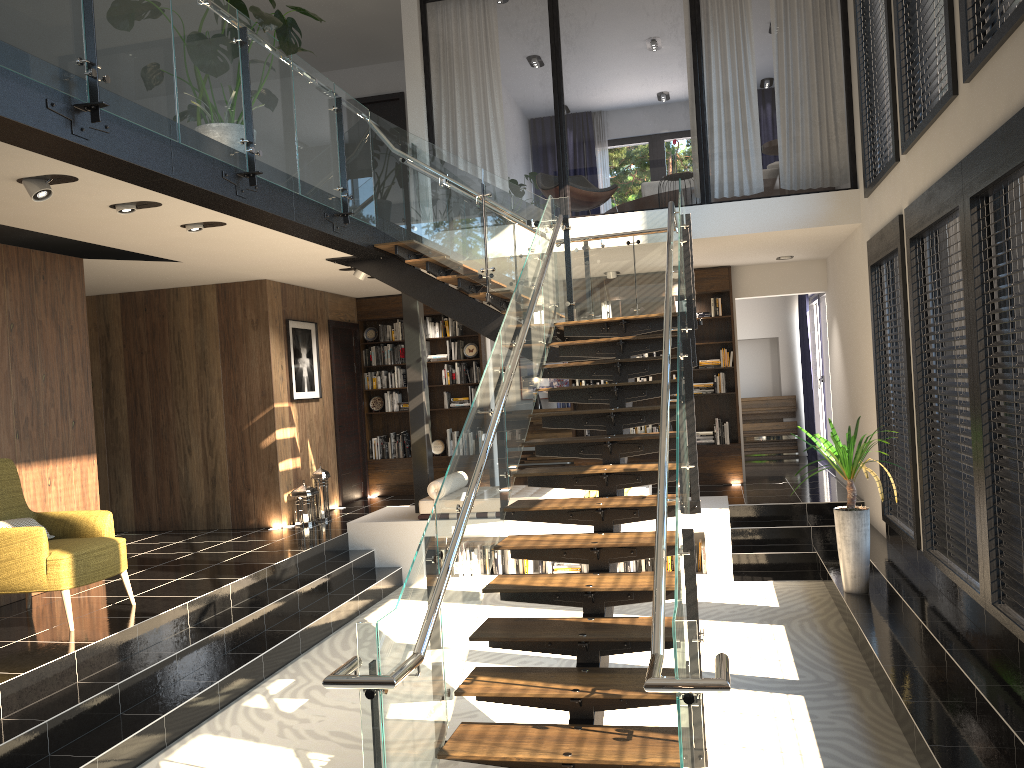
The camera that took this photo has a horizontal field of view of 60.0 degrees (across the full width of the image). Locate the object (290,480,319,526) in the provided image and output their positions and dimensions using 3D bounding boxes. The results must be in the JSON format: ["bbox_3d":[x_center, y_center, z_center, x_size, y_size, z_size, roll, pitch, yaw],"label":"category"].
[{"bbox_3d":[-2.289,1.302,9.802,0.262,0.483,0.262,-3,1,13],"label":"object"}]

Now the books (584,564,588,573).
[{"bbox_3d":[0.724,1.700,8.661,0.030,0.273,0.168,-3,1,13],"label":"books"}]

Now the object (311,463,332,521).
[{"bbox_3d":[-2.146,1.214,10.003,0.182,0.643,0.182,-3,1,13],"label":"object"}]

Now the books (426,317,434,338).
[{"bbox_3d":[-1.084,-0.747,11.827,0.011,0.276,0.287,-3,0,13],"label":"books"}]

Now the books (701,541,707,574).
[{"bbox_3d":[1.818,1.637,8.383,0.037,0.264,0.272,-3,0,13],"label":"books"}]

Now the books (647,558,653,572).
[{"bbox_3d":[1.324,1.684,8.510,0.032,0.229,0.228,-3,0,13],"label":"books"}]

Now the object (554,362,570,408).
[{"bbox_3d":[0.852,-0.008,15.059,0.272,0.860,0.270,-3,1,27],"label":"object"}]

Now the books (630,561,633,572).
[{"bbox_3d":[1.157,1.681,8.551,0.019,0.256,0.186,-3,0,13],"label":"books"}]

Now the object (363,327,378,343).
[{"bbox_3d":[-1.916,-0.668,12.033,0.212,0.222,0.082,-3,1,13],"label":"object"}]

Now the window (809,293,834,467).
[{"bbox_3d":[4.422,-0.094,12.490,0.184,2.476,2.980,-3,0,13],"label":"window"}]

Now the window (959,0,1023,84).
[{"bbox_3d":[2.354,-2.841,4.003,0.358,2.476,1.393,-3,1,13],"label":"window"}]

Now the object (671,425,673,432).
[{"bbox_3d":[2.032,0.650,11.217,0.020,0.262,0.047,-3,1,13],"label":"object"}]

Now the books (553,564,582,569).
[{"bbox_3d":[0.548,1.787,8.727,0.274,0.025,0.156,-4,0,10],"label":"books"}]

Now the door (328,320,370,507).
[{"bbox_3d":[-2.143,0.369,11.514,0.104,2.348,0.931,-3,1,13],"label":"door"}]

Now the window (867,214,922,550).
[{"bbox_3d":[3.236,-0.028,7.151,0.358,2.476,1.393,-3,1,13],"label":"window"}]

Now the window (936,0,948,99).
[{"bbox_3d":[2.775,-2.865,5.535,0.005,2.297,1.220,-3,1,13],"label":"window"}]

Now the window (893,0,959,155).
[{"bbox_3d":[2.708,-2.861,5.559,0.358,2.476,1.393,-3,1,13],"label":"window"}]

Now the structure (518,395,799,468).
[{"bbox_3d":[1.479,0.848,14.894,6.277,0.982,0.885,-4,0,13],"label":"structure"}]

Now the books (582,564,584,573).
[{"bbox_3d":[0.703,1.706,8.694,0.026,0.263,0.156,-3,1,13],"label":"books"}]

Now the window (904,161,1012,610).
[{"bbox_3d":[2.874,-0.010,5.555,0.358,2.476,1.498,-3,1,13],"label":"window"}]

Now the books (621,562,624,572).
[{"bbox_3d":[1.073,1.699,8.591,0.028,0.231,0.158,-3,0,13],"label":"books"}]

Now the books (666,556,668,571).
[{"bbox_3d":[1.483,1.647,8.485,0.025,0.285,0.164,-3,1,13],"label":"books"}]

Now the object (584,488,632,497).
[{"bbox_3d":[1.018,1.270,8.991,0.466,0.510,1.166,-3,0,13],"label":"object"}]

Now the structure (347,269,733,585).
[{"bbox_3d":[0.229,0.313,9.133,3.782,3.245,1.148,-3,1,13],"label":"structure"}]

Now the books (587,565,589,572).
[{"bbox_3d":[0.756,1.722,8.670,0.027,0.226,0.165,-3,0,13],"label":"books"}]

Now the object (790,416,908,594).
[{"bbox_3d":[2.601,0.934,6.849,0.876,1.338,0.830,-3,1,2],"label":"object"}]

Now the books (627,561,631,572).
[{"bbox_3d":[1.130,1.684,8.556,0.036,0.253,0.178,-3,0,13],"label":"books"}]

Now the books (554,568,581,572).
[{"bbox_3d":[0.549,1.812,8.723,0.261,0.024,0.167,-4,0,10],"label":"books"}]

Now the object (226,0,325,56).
[{"bbox_3d":[-2.078,-2.262,6.551,1.464,1.554,1.260,-4,0,1],"label":"object"}]

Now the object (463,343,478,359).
[{"bbox_3d":[-0.546,-0.438,11.734,0.212,0.222,0.082,-3,1,13],"label":"object"}]

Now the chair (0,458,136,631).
[{"bbox_3d":[-3.230,1.049,6.053,1.031,1.097,0.807,-3,0,12],"label":"chair"}]

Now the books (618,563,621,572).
[{"bbox_3d":[1.051,1.703,8.614,0.026,0.226,0.132,-3,1,13],"label":"books"}]

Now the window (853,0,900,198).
[{"bbox_3d":[3.062,-2.881,7.114,0.358,2.476,1.393,-3,1,13],"label":"window"}]

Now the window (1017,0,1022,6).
[{"bbox_3d":[2.421,-2.845,3.979,0.005,2.297,1.220,-3,1,13],"label":"window"}]

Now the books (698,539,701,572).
[{"bbox_3d":[1.786,1.627,8.428,0.043,0.287,0.147,-3,1,13],"label":"books"}]

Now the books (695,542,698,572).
[{"bbox_3d":[1.755,1.645,8.430,0.019,0.255,0.180,-3,0,13],"label":"books"}]

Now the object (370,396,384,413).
[{"bbox_3d":[-1.839,0.276,12.066,0.212,0.222,0.082,-3,1,13],"label":"object"}]

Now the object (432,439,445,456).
[{"bbox_3d":[-0.995,0.854,11.863,0.212,0.222,0.082,-3,1,13],"label":"object"}]

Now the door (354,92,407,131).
[{"bbox_3d":[-1.805,-2.670,11.898,0.931,2.348,0.104,-3,1,13],"label":"door"}]

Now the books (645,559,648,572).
[{"bbox_3d":[1.300,1.672,8.547,0.030,0.256,0.160,-3,1,13],"label":"books"}]

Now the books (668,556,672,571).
[{"bbox_3d":[1.503,1.663,8.457,0.025,0.249,0.208,-3,0,13],"label":"books"}]

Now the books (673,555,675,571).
[{"bbox_3d":[1.558,1.677,8.479,0.022,0.216,0.137,-3,1,13],"label":"books"}]

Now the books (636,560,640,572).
[{"bbox_3d":[1.226,1.658,8.564,0.066,0.294,0.142,-3,1,13],"label":"books"}]

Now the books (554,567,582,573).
[{"bbox_3d":[0.550,1.836,8.723,0.257,0.024,0.167,-4,0,13],"label":"books"}]

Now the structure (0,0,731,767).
[{"bbox_3d":[-0.568,-0.049,5.420,3.448,4.869,7.277,-3,0,12],"label":"structure"}]

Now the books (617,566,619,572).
[{"bbox_3d":[1.020,1.655,8.612,0.029,0.326,0.153,-3,1,13],"label":"books"}]

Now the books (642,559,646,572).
[{"bbox_3d":[1.268,1.646,8.540,0.027,0.312,0.189,-3,1,13],"label":"books"}]

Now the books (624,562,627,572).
[{"bbox_3d":[1.099,1.654,8.579,0.033,0.318,0.152,-3,1,13],"label":"books"}]

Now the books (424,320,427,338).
[{"bbox_3d":[-1.124,-0.726,11.861,0.013,0.239,0.255,-3,0,13],"label":"books"}]

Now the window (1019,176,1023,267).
[{"bbox_3d":[2.609,0.004,4.073,0.005,2.297,1.312,-3,1,13],"label":"window"}]

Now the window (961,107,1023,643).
[{"bbox_3d":[2.542,0.008,4.098,0.358,2.476,1.498,-3,1,13],"label":"window"}]

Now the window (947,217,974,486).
[{"bbox_3d":[2.941,-0.014,5.531,0.005,2.297,1.312,-3,1,13],"label":"window"}]
